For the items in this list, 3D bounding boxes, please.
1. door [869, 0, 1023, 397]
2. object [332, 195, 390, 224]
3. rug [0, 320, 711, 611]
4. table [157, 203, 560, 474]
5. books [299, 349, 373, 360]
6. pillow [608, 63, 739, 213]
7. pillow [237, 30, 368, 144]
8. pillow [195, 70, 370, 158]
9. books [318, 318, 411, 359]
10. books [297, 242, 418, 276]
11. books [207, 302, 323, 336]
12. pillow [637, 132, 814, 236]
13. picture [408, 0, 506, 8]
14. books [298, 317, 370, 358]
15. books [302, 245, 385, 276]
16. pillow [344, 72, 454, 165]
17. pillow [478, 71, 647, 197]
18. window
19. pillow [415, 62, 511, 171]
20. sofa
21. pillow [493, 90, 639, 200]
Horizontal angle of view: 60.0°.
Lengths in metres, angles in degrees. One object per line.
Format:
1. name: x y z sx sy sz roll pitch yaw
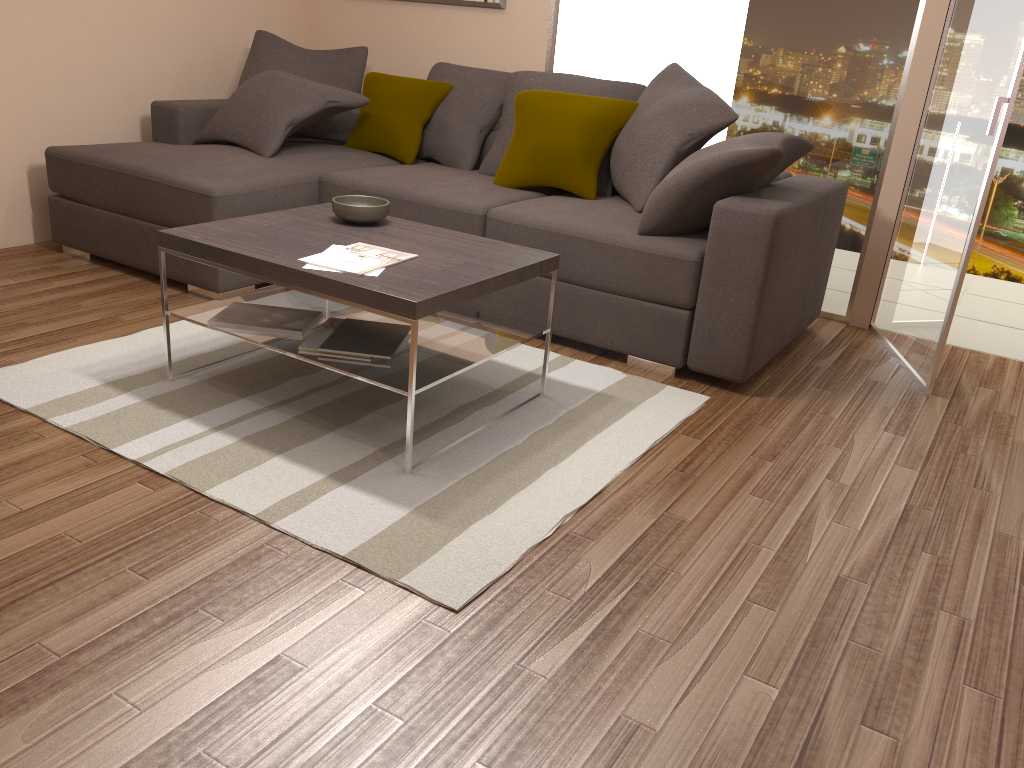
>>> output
1. door: 1.919 -1.242 3.784 0.060 2.419 0.967 7 22 5
2. object: -0.582 -0.665 3.412 0.219 0.081 0.219 20 26 32
3. rug: -0.562 0.022 3.321 2.122 0.024 1.791 17 25 27
4. table: -0.543 -0.240 3.225 1.110 0.558 0.856 17 25 27
5. books: -0.556 -0.147 3.031 0.241 0.013 0.332 7 22 4
6. pillow: 0.710 -1.197 4.245 0.399 0.635 0.811 0 22 -12
7. pillow: -1.238 -1.743 5.202 0.806 0.578 0.483 -1 23 -14
8. pillow: -1.282 -1.482 4.845 0.792 0.415 0.645 20 26 32
9. books: -0.492 -0.158 3.020 0.241 0.008 0.332 7 22 4
10. books: -0.498 -0.411 2.903 0.241 0.010 0.332 15 24 23
11. books: -0.869 -0.229 3.145 0.332 0.026 0.241 7 22 3
12. pillow: 0.922 -0.851 3.819 0.560 0.470 0.749 15 24 24
13. picture: -0.545 -2.756 5.337 1.260 0.835 0.032 17 25 27
14. books: -0.558 -0.162 3.039 0.241 0.008 0.332 7 22 5
15. books: -0.515 -0.402 2.896 0.241 0.008 0.332 7 22 4
16. pillow: -0.693 -1.524 5.118 0.631 0.486 0.335 19 25 30
17. pillow: 0.253 -1.331 4.704 0.783 0.590 0.459 15 24 22
18. window: 1.065 -1.703 4.731 1.983 2.419 0.020 17 25 27
19. pillow: -0.322 -1.545 5.153 0.431 0.576 0.787 -15 30 -41
20. sofa: -0.392 -0.835 4.496 3.565 0.776 1.906 17 25 27
21. pillow: 0.268 -1.184 4.418 0.658 0.492 0.382 13 23 17
